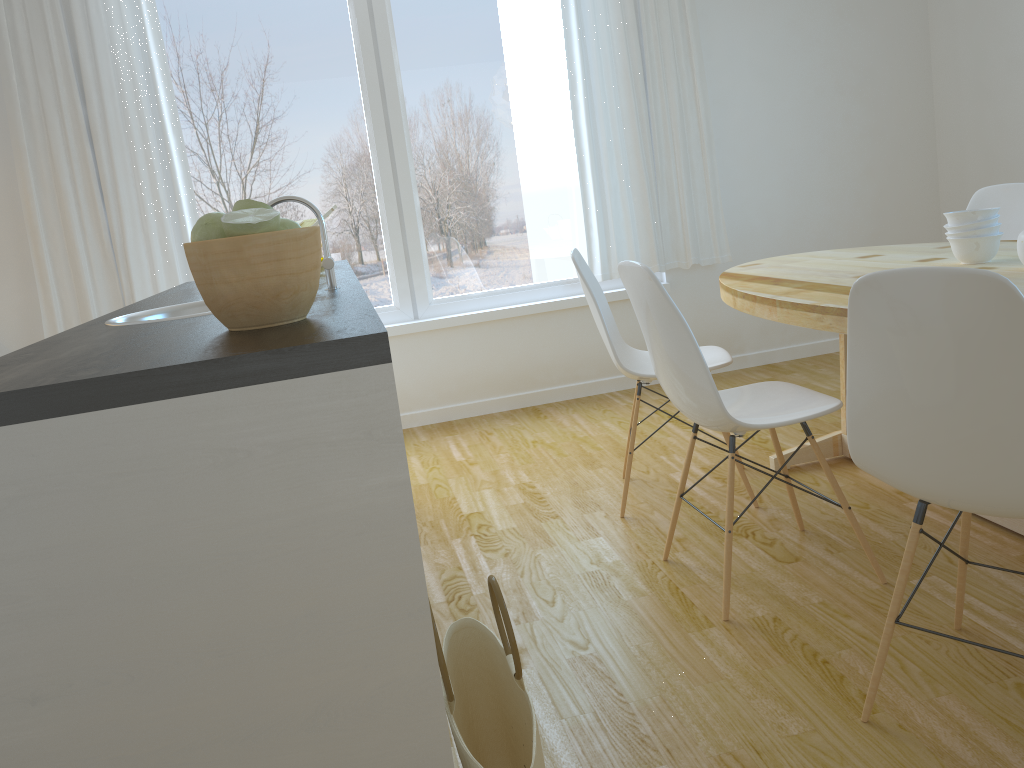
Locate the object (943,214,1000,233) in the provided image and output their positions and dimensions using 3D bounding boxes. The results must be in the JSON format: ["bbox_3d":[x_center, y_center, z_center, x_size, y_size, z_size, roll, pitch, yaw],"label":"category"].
[{"bbox_3d":[1.373,-0.450,2.640,0.150,0.095,0.153,-6,11,6],"label":"object"}]

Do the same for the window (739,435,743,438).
[{"bbox_3d":[1.747,-1.017,2.022,2.553,2.035,1.895,-10,10,-10],"label":"window"}]

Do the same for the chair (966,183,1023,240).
[{"bbox_3d":[1.817,-0.299,3.421,0.527,0.893,0.431,-14,11,-35],"label":"chair"}]

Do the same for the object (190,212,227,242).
[{"bbox_3d":[-0.449,-0.219,1.375,0.086,0.098,0.103,-6,10,10],"label":"object"}]

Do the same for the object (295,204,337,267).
[{"bbox_3d":[-0.864,-0.504,3.160,0.378,0.212,0.435,-4,11,17],"label":"object"}]

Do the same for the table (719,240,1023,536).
[{"bbox_3d":[1.366,0.020,2.596,1.196,0.718,2.208,-10,11,-12],"label":"table"}]

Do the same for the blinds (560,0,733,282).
[{"bbox_3d":[0.661,-1.637,4.549,0.796,2.140,0.151,-9,8,-10],"label":"blinds"}]

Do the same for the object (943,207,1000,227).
[{"bbox_3d":[1.371,-0.477,2.638,0.151,0.086,0.153,-4,11,17],"label":"object"}]

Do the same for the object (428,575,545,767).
[{"bbox_3d":[0.359,0.459,1.709,1.197,0.497,0.472,-15,12,-32],"label":"object"}]

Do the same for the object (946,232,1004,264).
[{"bbox_3d":[1.385,-0.404,2.645,0.152,0.082,0.153,-2,12,28],"label":"object"}]

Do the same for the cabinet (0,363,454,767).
[{"bbox_3d":[-0.626,0.257,2.287,0.601,0.901,2.421,-9,11,-10],"label":"cabinet"}]

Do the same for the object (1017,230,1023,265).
[{"bbox_3d":[1.410,-0.412,2.350,0.177,0.210,0.148,-10,10,-11],"label":"object"}]

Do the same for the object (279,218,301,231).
[{"bbox_3d":[-0.368,-0.218,1.393,0.098,0.085,0.082,2,14,43],"label":"object"}]

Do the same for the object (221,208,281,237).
[{"bbox_3d":[-0.384,-0.229,1.313,0.086,0.065,0.085,-7,10,2],"label":"object"}]

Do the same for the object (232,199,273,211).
[{"bbox_3d":[-0.416,-0.265,1.436,0.077,0.071,0.075,-5,10,14],"label":"object"}]

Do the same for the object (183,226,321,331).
[{"bbox_3d":[-0.393,-0.163,1.382,0.205,0.140,0.207,1,14,40],"label":"object"}]

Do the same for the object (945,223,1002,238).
[{"bbox_3d":[1.379,-0.426,2.643,0.151,0.092,0.153,-2,12,28],"label":"object"}]

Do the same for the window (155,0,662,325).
[{"bbox_3d":[-0.631,-1.274,4.521,2.731,1.901,0.089,-10,8,-11],"label":"window"}]

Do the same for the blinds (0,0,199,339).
[{"bbox_3d":[-1.925,-1.191,4.058,0.796,2.140,0.151,-9,8,-11],"label":"blinds"}]

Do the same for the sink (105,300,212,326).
[{"bbox_3d":[-0.650,-0.093,1.915,0.403,0.155,0.409,-1,13,31],"label":"sink"}]

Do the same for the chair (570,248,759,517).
[{"bbox_3d":[0.522,-0.054,3.074,0.522,0.893,0.434,-6,9,9],"label":"chair"}]

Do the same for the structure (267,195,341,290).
[{"bbox_3d":[-0.466,-0.299,1.902,0.162,0.213,0.097,-9,9,-10],"label":"structure"}]

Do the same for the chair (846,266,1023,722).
[{"bbox_3d":[0.903,0.192,1.637,0.527,0.893,0.430,-15,12,-40],"label":"chair"}]

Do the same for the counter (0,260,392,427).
[{"bbox_3d":[-0.688,-0.205,2.220,0.601,0.040,2.421,-10,12,-10],"label":"counter"}]
